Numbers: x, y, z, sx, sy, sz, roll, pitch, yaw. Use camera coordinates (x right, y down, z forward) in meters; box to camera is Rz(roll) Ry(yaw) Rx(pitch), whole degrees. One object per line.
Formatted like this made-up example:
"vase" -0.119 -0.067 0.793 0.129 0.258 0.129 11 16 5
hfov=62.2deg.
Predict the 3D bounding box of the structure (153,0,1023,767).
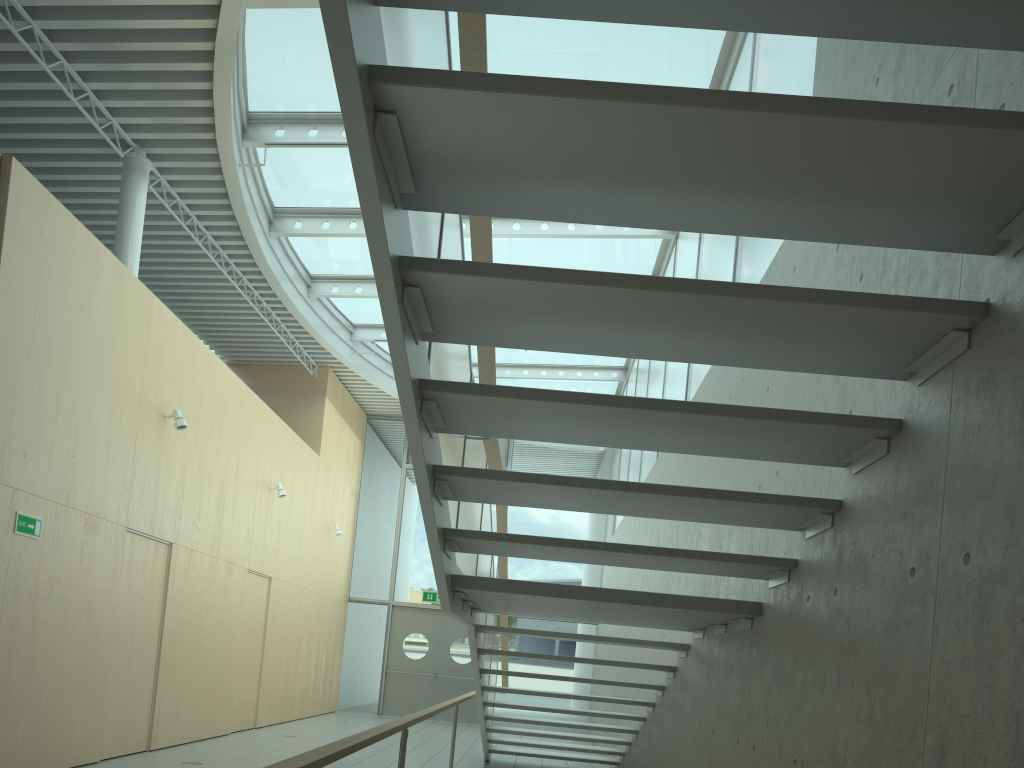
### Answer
"structure" 0.501 0.850 4.508 1.884 4.088 13.177 5 -17 3

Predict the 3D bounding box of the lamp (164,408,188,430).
"lamp" -3.111 0.321 7.845 0.235 0.193 0.143 9 -9 -17

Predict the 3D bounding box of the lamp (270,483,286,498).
"lamp" -3.024 1.368 10.968 0.235 0.193 0.143 9 -9 -17

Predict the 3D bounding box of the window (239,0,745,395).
"window" -0.578 1.266 10.456 4.779 6.090 16.535 5 -16 3

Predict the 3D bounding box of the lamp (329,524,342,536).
"lamp" -2.936 2.421 14.113 0.235 0.193 0.143 9 -9 -17

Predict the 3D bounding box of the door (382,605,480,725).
"door" -1.404 5.291 15.991 1.920 2.074 0.177 5 -2 2

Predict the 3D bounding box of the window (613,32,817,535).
"window" 1.732 -0.084 10.442 0.030 2.664 16.355 5 -18 3

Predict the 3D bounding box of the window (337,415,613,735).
"window" -0.639 3.350 16.051 4.854 6.187 0.111 5 -2 2
